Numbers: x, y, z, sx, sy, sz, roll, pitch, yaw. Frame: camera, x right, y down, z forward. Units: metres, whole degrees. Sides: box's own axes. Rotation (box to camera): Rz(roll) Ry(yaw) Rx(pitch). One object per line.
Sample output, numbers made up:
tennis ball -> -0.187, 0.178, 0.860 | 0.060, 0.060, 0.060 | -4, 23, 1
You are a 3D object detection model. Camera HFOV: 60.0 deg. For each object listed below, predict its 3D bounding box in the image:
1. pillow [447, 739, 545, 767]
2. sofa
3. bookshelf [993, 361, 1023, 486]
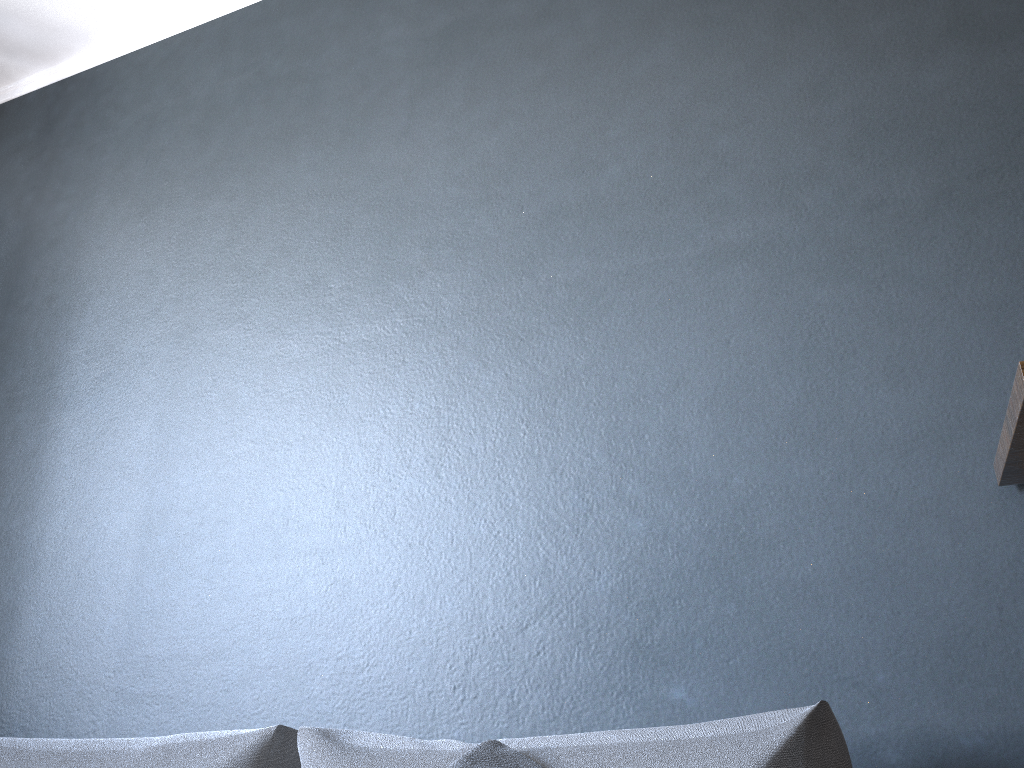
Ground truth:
pillow -> 0.103, 0.584, 0.998 | 0.799, 0.360, 0.443 | -20, -29, 37
sofa -> -0.445, 0.873, 1.198 | 2.342, 0.793, 0.974 | -10, -25, 20
bookshelf -> 1.604, 0.427, 0.717 | 1.920, 1.165, 0.453 | -10, -24, 21
